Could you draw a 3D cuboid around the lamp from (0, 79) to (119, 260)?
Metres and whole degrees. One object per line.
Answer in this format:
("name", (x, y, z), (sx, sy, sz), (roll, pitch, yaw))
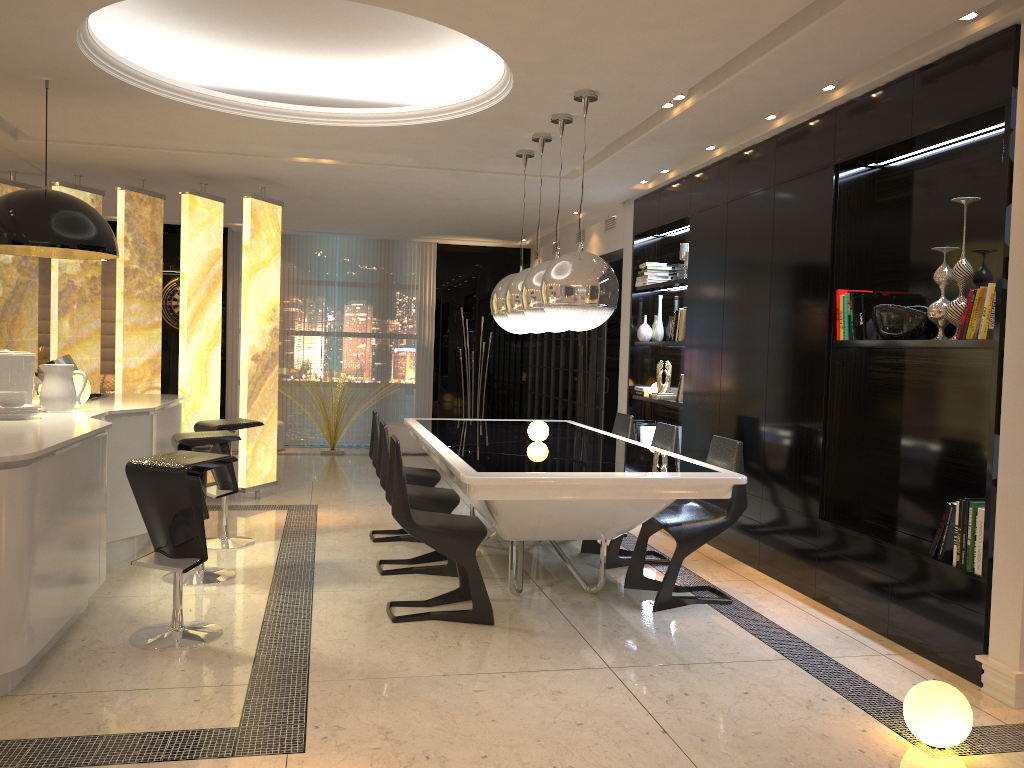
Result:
("lamp", (-2.438, -1.138, 4.641), (0.710, 0.898, 0.710), (2, 2, -2))

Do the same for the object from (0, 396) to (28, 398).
("object", (-2.438, 0.082, 4.322), (0.138, 0.051, 0.138), (3, 3, 36))

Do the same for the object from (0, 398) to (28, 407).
("object", (-2.439, 0.094, 4.322), (0.138, 0.051, 0.138), (3, 3, 36))

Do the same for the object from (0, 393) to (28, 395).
("object", (-2.438, 0.071, 4.321), (0.138, 0.051, 0.138), (3, 3, 36))

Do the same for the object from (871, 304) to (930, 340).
("object", (1.869, -0.292, 4.276), (0.193, 0.177, 0.375), (1, 2, -11))

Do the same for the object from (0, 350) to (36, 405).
("object", (-2.623, -0.013, 4.583), (0.288, 0.330, 0.288), (2, 2, 6))

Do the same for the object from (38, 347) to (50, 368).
("object", (-5.990, -0.133, 11.294), (0.390, 0.718, 0.388), (1, 2, -21))

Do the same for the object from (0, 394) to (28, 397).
("object", (-2.438, 0.077, 4.321), (0.138, 0.051, 0.138), (3, 3, 36))

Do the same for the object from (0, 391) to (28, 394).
("object", (-2.438, 0.065, 4.321), (0.138, 0.051, 0.138), (3, 3, 36))

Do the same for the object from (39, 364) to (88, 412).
("object", (-2.437, 0.021, 4.793), (0.183, 0.254, 0.211), (4, 3, 40))

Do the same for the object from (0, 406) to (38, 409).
("object", (-2.440, 0.118, 4.322), (0.229, 0.016, 0.229), (2, 2, 18))

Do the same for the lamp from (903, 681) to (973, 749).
("lamp", (1.440, 1.117, 3.002), (0.212, 0.214, 0.213), (3, 3, 28))

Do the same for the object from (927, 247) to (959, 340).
("object", (1.953, -0.405, 4.016), (0.121, 0.416, 0.121), (1, 2, -17))

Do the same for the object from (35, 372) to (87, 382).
("object", (-2.931, -0.001, 5.736), (0.266, 0.147, 0.253), (3, 3, 31))

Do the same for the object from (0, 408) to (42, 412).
("object", (-2.440, 0.138, 4.324), (0.264, 0.033, 0.264), (0, 3, -43))

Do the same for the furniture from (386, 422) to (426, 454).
("furniture", (-1.252, 0.652, 10.941), (0.735, 0.357, 0.735), (0, 3, -40))

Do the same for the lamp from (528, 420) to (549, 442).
("lamp", (0.154, 0.276, 5.200), (0.125, 0.125, 0.125), (4, 3, 39))

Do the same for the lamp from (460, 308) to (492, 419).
("lamp", (-0.484, -0.061, 11.319), (0.418, 1.801, 0.200), (1, 2, -12))

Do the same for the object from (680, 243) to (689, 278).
("object", (1.375, -0.953, 6.988), (0.111, 0.301, 0.111), (1, 2, -16))

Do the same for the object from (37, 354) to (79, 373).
("object", (-2.935, -0.087, 5.728), (0.249, 0.212, 0.256), (3, 2, 23))

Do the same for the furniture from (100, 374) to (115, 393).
("furniture", (-5.220, 0.298, 11.161), (1.312, 0.810, 1.107), (1, 2, -12))

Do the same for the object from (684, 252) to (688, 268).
("object", (1.390, -0.909, 6.878), (0.104, 0.224, 0.104), (1, 2, -10))

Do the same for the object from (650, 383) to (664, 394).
("object", (1.212, 0.049, 7.364), (0.125, 0.125, 0.125), (3, 3, 28))

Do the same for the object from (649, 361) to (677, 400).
("object", (1.230, -0.033, 7.193), (0.177, 0.311, 0.177), (1, 2, -12))

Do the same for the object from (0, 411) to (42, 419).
("object", (-2.440, 0.151, 4.324), (0.264, 0.033, 0.264), (0, 3, -43))

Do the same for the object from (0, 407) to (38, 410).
("object", (-2.440, 0.123, 4.323), (0.229, 0.016, 0.229), (2, 2, 18))

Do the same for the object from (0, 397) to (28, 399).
("object", (-2.438, 0.088, 4.322), (0.138, 0.051, 0.138), (3, 3, 36))

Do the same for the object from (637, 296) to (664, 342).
("object", (1.177, -0.554, 7.544), (0.210, 0.395, 0.180), (1, 2, -9))

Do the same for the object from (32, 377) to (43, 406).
("object", (-2.694, 0.050, 4.900), (0.211, 0.174, 0.211), (3, 3, 35))

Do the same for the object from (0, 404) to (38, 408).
("object", (-2.440, 0.114, 4.322), (0.229, 0.016, 0.229), (2, 2, 18))

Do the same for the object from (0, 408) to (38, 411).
("object", (-2.440, 0.127, 4.323), (0.229, 0.016, 0.229), (2, 2, 18))

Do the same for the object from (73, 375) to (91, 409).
("object", (-2.499, 0.032, 5.012), (0.213, 0.214, 0.212), (4, 3, 39))

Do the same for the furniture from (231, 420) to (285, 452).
("furniture", (-3.104, 0.608, 10.644), (0.735, 0.357, 0.735), (1, 2, -10))

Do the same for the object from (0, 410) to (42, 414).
("object", (-2.440, 0.145, 4.324), (0.264, 0.033, 0.264), (0, 3, -43))

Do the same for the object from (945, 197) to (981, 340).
("object", (1.961, -0.496, 3.859), (0.121, 0.612, 0.121), (1, 2, -17))
